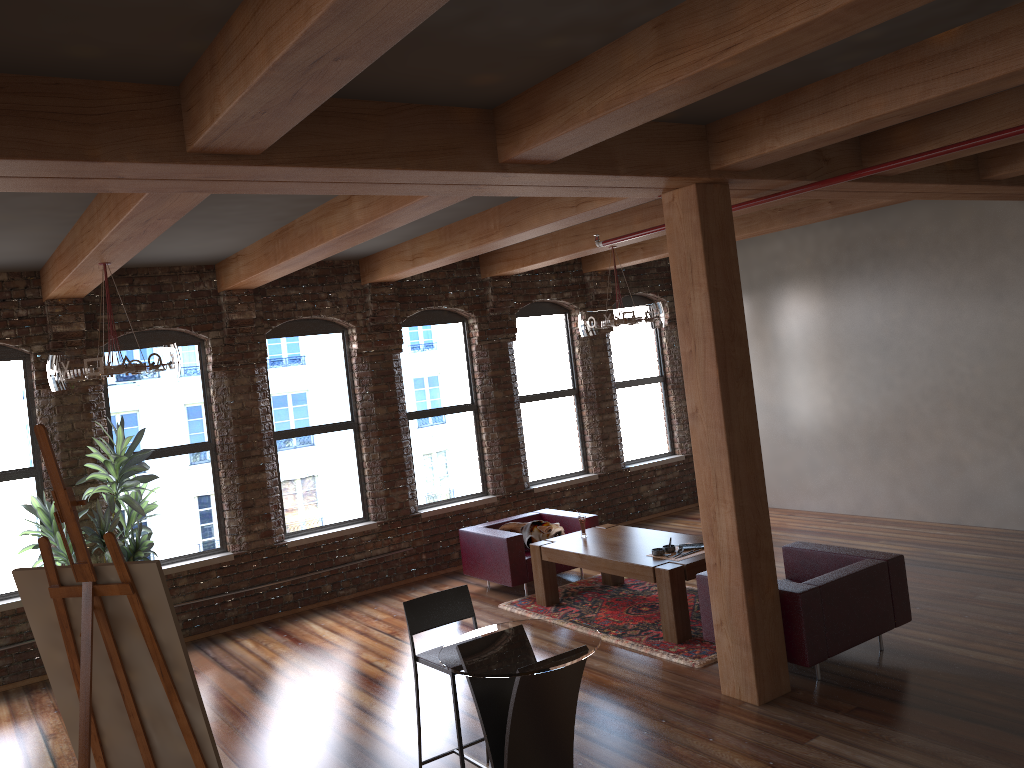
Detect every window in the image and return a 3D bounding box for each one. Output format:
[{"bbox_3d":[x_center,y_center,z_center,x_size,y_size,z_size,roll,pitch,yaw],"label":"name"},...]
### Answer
[{"bbox_3d":[-3.170,0.594,8.097,0.970,2.217,0.234,-6,-1,-34],"label":"window"},{"bbox_3d":[-4.380,0.757,7.276,0.970,2.217,0.234,-6,-1,-34],"label":"window"},{"bbox_3d":[0.457,0.104,10.557,0.970,2.217,0.234,-6,-1,-34],"label":"window"},{"bbox_3d":[1.666,-0.059,11.377,0.970,2.217,0.234,-6,-1,-34],"label":"window"},{"bbox_3d":[-0.752,0.267,9.737,0.970,2.217,0.234,-6,-1,-34],"label":"window"},{"bbox_3d":[-1.962,0.431,8.916,0.970,2.217,0.234,-6,-1,-34],"label":"window"}]

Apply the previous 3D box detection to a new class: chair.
[{"bbox_3d":[-0.233,1.596,4.548,0.431,0.982,0.465,-6,-1,-34],"label":"chair"},{"bbox_3d":[0.188,1.633,8.587,1.073,0.593,0.863,-7,1,-34],"label":"chair"},{"bbox_3d":[1.948,1.497,5.909,1.073,0.593,0.863,-7,1,-34],"label":"chair"}]

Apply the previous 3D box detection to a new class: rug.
[{"bbox_3d":[1.103,1.859,7.268,1.347,0.009,2.456,-8,2,-34],"label":"rug"}]

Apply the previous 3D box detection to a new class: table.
[{"bbox_3d":[0.088,1.611,3.912,0.722,0.925,0.721,-7,0,-9],"label":"table"},{"bbox_3d":[1.040,1.591,7.308,0.902,0.550,1.746,-7,1,-34],"label":"table"}]

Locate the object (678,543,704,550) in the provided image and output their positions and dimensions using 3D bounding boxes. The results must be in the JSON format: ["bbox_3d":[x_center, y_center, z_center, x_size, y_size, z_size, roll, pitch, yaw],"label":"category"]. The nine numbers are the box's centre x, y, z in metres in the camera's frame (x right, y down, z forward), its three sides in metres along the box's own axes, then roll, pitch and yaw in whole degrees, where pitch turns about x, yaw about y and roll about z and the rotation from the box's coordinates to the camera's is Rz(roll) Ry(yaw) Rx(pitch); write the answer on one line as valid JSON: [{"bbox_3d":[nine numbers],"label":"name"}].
[{"bbox_3d":[1.406,1.270,6.913,0.212,0.018,0.154,-6,1,11],"label":"object"}]

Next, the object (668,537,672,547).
[{"bbox_3d":[1.228,1.251,6.908,0.045,0.080,0.137,-7,1,22],"label":"object"}]

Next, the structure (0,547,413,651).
[{"bbox_3d":[-6.732,2.392,5.381,13.741,0.313,1.629,-8,2,-41],"label":"structure"}]

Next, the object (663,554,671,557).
[{"bbox_3d":[1.175,1.301,6.710,0.059,0.021,0.018,-7,0,8],"label":"object"}]

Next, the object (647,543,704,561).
[{"bbox_3d":[1.325,1.292,6.829,0.472,0.003,0.331,-8,2,-34],"label":"object"}]

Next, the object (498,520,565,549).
[{"bbox_3d":[0.183,1.459,8.454,0.753,0.297,0.365,-6,1,28],"label":"object"}]

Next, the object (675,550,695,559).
[{"bbox_3d":[1.315,1.291,6.725,0.271,0.008,0.007,-8,1,-44],"label":"object"}]

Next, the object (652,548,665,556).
[{"bbox_3d":[1.125,1.293,6.811,0.099,0.043,0.098,-7,1,-8],"label":"object"}]

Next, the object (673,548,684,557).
[{"bbox_3d":[1.260,1.285,6.745,0.045,0.030,0.153,-6,1,41],"label":"object"}]

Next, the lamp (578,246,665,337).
[{"bbox_3d":[0.996,-0.892,8.344,0.809,0.815,0.809,-7,0,7],"label":"lamp"}]

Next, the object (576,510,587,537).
[{"bbox_3d":[0.623,1.233,7.832,0.076,0.232,0.095,-7,-1,-1],"label":"object"}]

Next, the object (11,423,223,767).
[{"bbox_3d":[-1.614,1.201,3.548,0.701,2.142,0.685,-7,-1,16],"label":"object"}]

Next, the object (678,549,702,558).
[{"bbox_3d":[1.355,1.286,6.730,0.271,0.008,0.007,-8,1,-38],"label":"object"}]

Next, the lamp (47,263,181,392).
[{"bbox_3d":[-2.654,-0.399,5.868,0.808,0.815,0.810,-7,0,9],"label":"lamp"}]

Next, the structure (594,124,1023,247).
[{"bbox_3d":[2.578,-1.328,4.540,0.051,0.112,6.791,-6,1,-34],"label":"structure"}]

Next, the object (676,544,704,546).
[{"bbox_3d":[1.405,1.257,6.921,0.270,0.008,0.007,-6,0,22],"label":"object"}]

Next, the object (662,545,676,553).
[{"bbox_3d":[1.220,1.280,6.879,0.099,0.043,0.099,-7,1,4],"label":"object"}]

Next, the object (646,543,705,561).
[{"bbox_3d":[1.325,1.292,6.830,0.470,0.001,0.351,-8,2,-34],"label":"object"}]

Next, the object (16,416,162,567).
[{"bbox_3d":[-3.367,1.332,7.172,1.082,2.105,0.964,-6,-1,-21],"label":"object"}]
